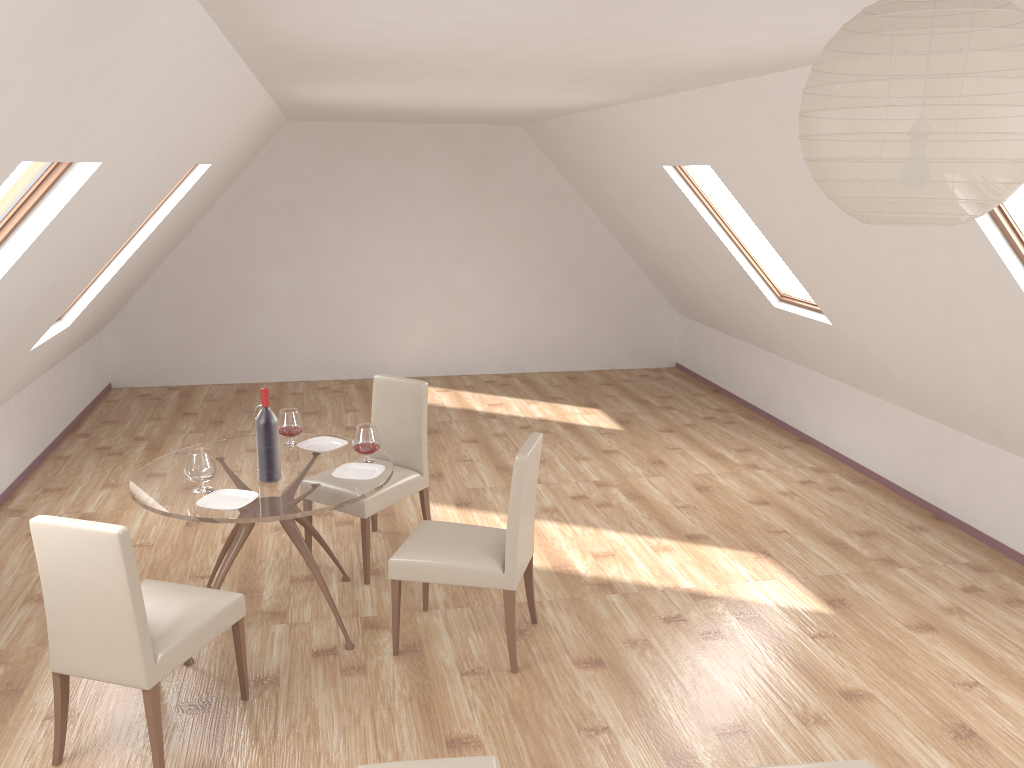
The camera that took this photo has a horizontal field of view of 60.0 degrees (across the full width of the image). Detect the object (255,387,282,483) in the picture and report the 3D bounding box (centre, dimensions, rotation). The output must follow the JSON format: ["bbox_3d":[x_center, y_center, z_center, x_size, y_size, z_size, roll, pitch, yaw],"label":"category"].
[{"bbox_3d":[-1.111,0.230,4.027,0.109,0.435,0.109,-3,14,-16],"label":"object"}]

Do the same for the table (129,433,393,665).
[{"bbox_3d":[-1.173,0.783,4.306,1.198,0.770,1.198,3,14,9],"label":"table"}]

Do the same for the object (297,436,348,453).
[{"bbox_3d":[-0.974,0.317,4.558,0.228,0.020,0.228,9,16,32],"label":"object"}]

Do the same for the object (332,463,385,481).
[{"bbox_3d":[-0.717,0.417,4.158,0.228,0.020,0.228,3,14,10],"label":"object"}]

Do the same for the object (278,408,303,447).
[{"bbox_3d":[-1.152,0.223,4.590,0.136,0.183,0.136,-8,16,-32],"label":"object"}]

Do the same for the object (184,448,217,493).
[{"bbox_3d":[-1.379,0.383,3.928,0.136,0.183,0.136,4,14,14],"label":"object"}]

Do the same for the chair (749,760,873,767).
[{"bbox_3d":[0.926,1.410,2.607,0.506,0.394,0.506,-1,14,-7],"label":"chair"}]

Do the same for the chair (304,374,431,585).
[{"bbox_3d":[-0.799,0.503,4.992,0.477,0.999,0.618,9,16,32],"label":"chair"}]

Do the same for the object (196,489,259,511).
[{"bbox_3d":[-1.215,0.501,3.793,0.228,0.020,0.228,4,14,14],"label":"object"}]

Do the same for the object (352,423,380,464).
[{"bbox_3d":[-0.711,0.292,4.327,0.136,0.183,0.136,-8,16,-32],"label":"object"}]

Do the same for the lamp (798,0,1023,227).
[{"bbox_3d":[0.589,-0.477,1.249,0.340,0.497,0.340,8,15,27],"label":"lamp"}]

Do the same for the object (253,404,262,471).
[{"bbox_3d":[-1.166,0.251,4.178,0.096,0.322,0.086,12,18,40],"label":"object"}]

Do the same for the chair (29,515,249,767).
[{"bbox_3d":[-1.401,0.888,3.391,0.477,0.999,0.618,4,14,15],"label":"chair"}]

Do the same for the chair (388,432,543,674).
[{"bbox_3d":[-0.200,0.727,4.100,0.618,0.999,0.477,4,14,12],"label":"chair"}]

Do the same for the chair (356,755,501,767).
[{"bbox_3d":[-0.239,1.398,2.608,0.506,0.394,0.506,-1,14,-8],"label":"chair"}]
